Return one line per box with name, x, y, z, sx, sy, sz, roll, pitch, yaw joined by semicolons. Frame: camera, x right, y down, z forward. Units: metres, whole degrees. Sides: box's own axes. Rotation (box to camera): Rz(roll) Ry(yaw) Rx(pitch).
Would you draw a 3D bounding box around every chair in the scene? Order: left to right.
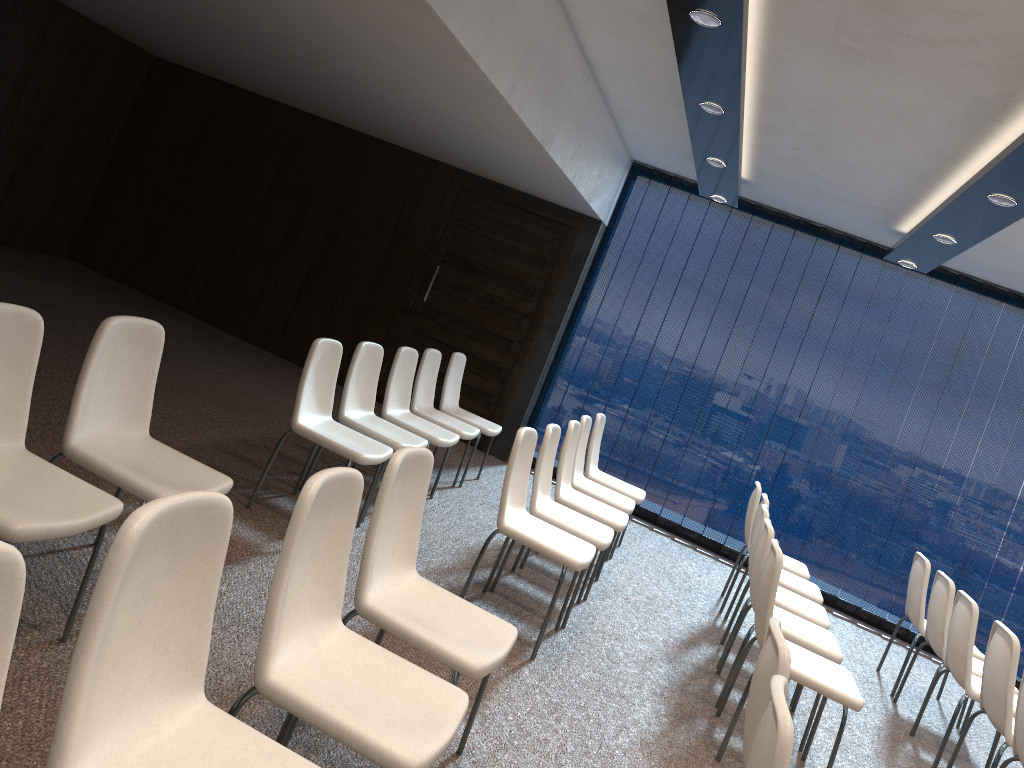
chair;-0.707;0.730;1.030;0.567;0.904;0.522;22;-1;16
chair;-1.445;0.280;2.494;0.565;0.904;0.523;22;-1;13
chair;-1.305;0.276;3.088;0.566;0.904;0.523;22;-1;14
chair;-0.564;0.731;1.581;0.565;0.904;0.523;22;-1;13
chair;-0.923;0.276;4.608;0.566;0.904;0.523;22;-1;13
chair;-0.394;0.740;2.171;0.565;0.904;0.523;22;-1;13
chair;-0.797;0.265;5.208;0.567;0.904;0.522;22;-1;17
chair;-0.638;0.271;5.787;0.566;0.904;0.522;22;-1;15
chair;-0.268;0.729;2.783;0.567;0.904;0.522;22;-1;16
chair;-0.522;0.259;6.359;0.566;0.904;0.523;22;-1;14
chair;-0.363;0.268;6.910;0.566;0.904;0.523;22;-1;14
chair;0.134;0.738;4.288;0.567;0.904;0.522;22;-1;16
chair;0.292;0.746;4.836;0.566;0.904;0.523;22;-1;14
chair;0.453;0.751;5.429;0.566;0.904;0.523;22;-1;14
chair;0.578;0.740;6.023;0.566;0.904;0.522;22;-1;15
chair;0.738;0.746;6.606;0.566;0.904;0.522;22;-1;15
chair;1.842;1.232;6.245;0.567;0.904;0.522;22;-1;16
chair;1.718;1.243;5.638;0.567;0.904;0.522;22;-1;16
chair;1.549;1.234;5.051;0.567;0.904;0.521;22;-1;17
chair;1.403;1.233;4.489;0.566;0.904;0.522;22;-1;14
chair;1.265;1.237;3.898;0.566;0.904;0.523;22;-1;14
chair;0.823;1.209;2.415;0.565;0.904;0.523;22;-1;13
chair;0.665;1.201;1.869;0.567;0.904;0.522;22;-1;16
chair;2.865;1.682;5.903;0.566;0.904;0.523;22;-1;14
chair;2.725;1.686;5.308;0.565;0.904;0.523;22;-1;13
chair;2.586;1.684;4.777;0.566;0.904;0.523;22;-1;14
chair;2.462;1.695;4.177;0.566;0.904;0.522;22;-1;15
chair;2.299;1.687;3.607;0.567;0.904;0.522;22;-1;16

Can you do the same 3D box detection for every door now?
door;-0.375;-0.722;8.604;1.421;2.416;0.263;22;-3;16

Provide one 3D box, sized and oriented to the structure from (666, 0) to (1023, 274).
structure;6.609;0.800;2.054;13.348;0.231;7.965;24;6;15
